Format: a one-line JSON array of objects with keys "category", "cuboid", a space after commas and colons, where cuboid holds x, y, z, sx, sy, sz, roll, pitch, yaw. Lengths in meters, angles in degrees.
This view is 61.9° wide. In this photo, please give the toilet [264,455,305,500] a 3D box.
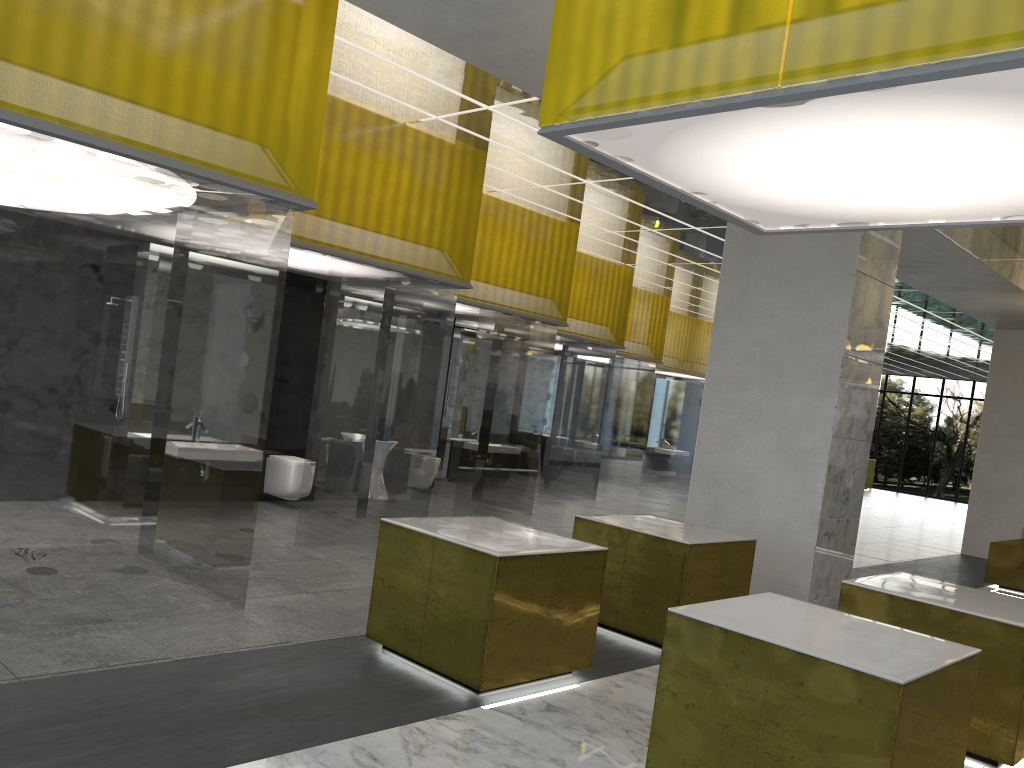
[{"category": "toilet", "cuboid": [-3.753, 1.600, 14.452, 0.884, 0.688, 0.476, 8, 1, 44]}]

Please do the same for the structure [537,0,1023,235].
[{"category": "structure", "cuboid": [2.624, -2.507, 5.606, 3.448, 2.272, 3.050, 8, 0, 44]}]

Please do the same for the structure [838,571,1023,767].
[{"category": "structure", "cuboid": [3.738, 2.393, 7.319, 1.447, 1.175, 1.357, 8, 1, 44]}]

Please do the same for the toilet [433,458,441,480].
[{"category": "toilet", "cuboid": [-2.044, 1.906, 18.671, 0.890, 0.695, 0.480, 8, 1, 44]}]

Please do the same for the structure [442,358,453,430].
[{"category": "structure", "cuboid": [-1.787, 0.226, 21.174, 0.395, 1.793, 0.374, 10, 3, 44]}]

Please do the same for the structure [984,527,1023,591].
[{"category": "structure", "cuboid": [11.908, 2.748, 15.788, 4.104, 2.574, 4.838, 8, 0, 44]}]

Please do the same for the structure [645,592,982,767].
[{"category": "structure", "cuboid": [1.899, 2.129, 5.419, 1.447, 1.175, 1.357, 8, 1, 44]}]

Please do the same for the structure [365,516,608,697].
[{"category": "structure", "cuboid": [-0.231, 1.877, 7.445, 1.447, 1.175, 1.357, 8, 1, 44]}]

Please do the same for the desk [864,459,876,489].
[{"category": "desk", "cuboid": [15.439, 4.171, 41.981, 3.409, 1.510, 3.274, 7, 0, 44]}]

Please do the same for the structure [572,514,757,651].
[{"category": "structure", "cuboid": [1.604, 2.140, 9.341, 1.447, 1.175, 1.357, 8, 1, 44]}]

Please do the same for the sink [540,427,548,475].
[{"category": "sink", "cuboid": [1.201, 2.093, 25.668, 0.865, 1.516, 0.925, 8, 1, -6]}]
